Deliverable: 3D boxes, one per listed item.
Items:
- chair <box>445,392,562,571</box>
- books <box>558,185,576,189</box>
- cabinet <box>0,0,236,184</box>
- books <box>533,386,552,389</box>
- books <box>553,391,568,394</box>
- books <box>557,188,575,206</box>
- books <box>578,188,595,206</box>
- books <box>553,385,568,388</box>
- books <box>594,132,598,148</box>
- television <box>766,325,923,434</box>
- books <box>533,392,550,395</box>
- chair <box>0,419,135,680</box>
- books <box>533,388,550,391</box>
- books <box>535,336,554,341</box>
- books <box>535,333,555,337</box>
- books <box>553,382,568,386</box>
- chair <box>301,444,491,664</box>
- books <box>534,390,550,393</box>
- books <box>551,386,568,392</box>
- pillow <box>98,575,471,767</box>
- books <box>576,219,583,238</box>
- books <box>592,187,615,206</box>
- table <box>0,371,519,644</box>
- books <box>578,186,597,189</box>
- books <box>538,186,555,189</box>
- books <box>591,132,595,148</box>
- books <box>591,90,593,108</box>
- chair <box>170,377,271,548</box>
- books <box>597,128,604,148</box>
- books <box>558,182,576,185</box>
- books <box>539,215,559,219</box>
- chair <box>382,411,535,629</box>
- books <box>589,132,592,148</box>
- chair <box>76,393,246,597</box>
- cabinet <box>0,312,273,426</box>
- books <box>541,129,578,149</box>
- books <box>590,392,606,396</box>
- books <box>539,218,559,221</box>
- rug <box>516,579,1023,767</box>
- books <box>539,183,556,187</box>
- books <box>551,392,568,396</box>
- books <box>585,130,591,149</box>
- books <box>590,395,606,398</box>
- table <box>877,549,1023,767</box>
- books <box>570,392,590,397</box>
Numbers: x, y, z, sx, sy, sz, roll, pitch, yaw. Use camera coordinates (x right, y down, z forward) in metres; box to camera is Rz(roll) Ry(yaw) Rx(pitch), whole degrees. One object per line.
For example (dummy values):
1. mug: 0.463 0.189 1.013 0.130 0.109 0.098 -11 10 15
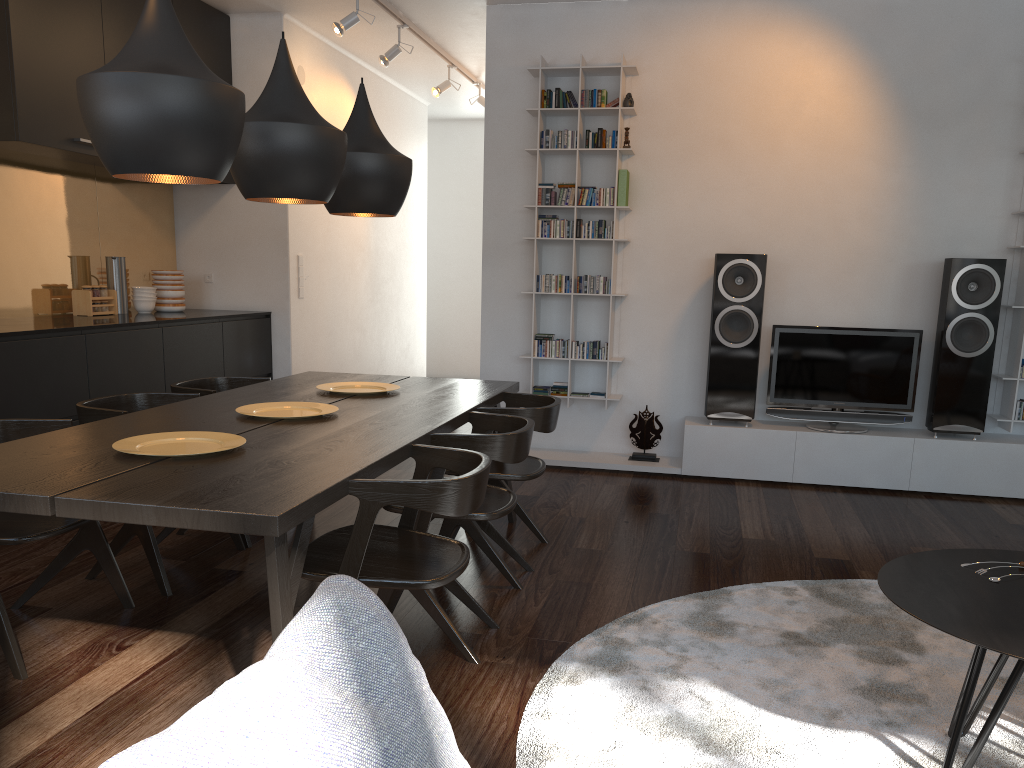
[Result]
1. chair: -0.063 0.397 3.774 0.519 0.680 0.586 3 10 10
2. books: 0.335 -1.188 5.325 0.107 0.018 0.068 3 8 12
3. cabinet: -2.274 -1.767 4.960 0.531 1.063 1.933 4 8 12
4. books: 0.192 0.020 5.587 0.107 0.009 0.068 3 7 12
5. books: 0.309 0.050 5.566 0.092 0.014 0.069 3 7 12
6. books: 0.335 -1.129 5.353 0.114 0.109 0.095 3 10 12
7. books: 0.447 -1.122 5.326 0.088 0.109 0.095 3 10 12
8. books: 0.310 0.013 5.559 0.092 0.014 0.069 3 7 12
9. books: 0.500 -1.438 5.238 0.020 0.094 0.069 4 10 12
10. television: 1.943 -0.032 5.203 0.785 0.609 0.342 6 11 30
11. books: 0.188 0.057 5.593 0.098 0.015 0.073 3 7 12
12. chair: -1.567 0.481 2.807 0.519 0.680 0.586 3 10 8
13. books: 0.187 0.030 5.588 0.092 0.015 0.069 3 7 12
14. books: 0.205 -0.287 5.542 0.107 0.023 0.068 3 8 12
15. books: 0.210 -0.307 5.555 0.111 0.012 0.092 3 7 12
16. books: 0.310 -0.001 5.558 0.092 0.014 0.069 3 7 12
17. chair: -0.330 0.547 2.530 0.519 0.680 0.586 3 10 10
18. books: 0.188 0.043 5.592 0.092 0.014 0.069 3 7 12
19. books: 0.301 0.031 5.562 0.107 0.023 0.068 3 8 12
20. pillow: -0.135 0.460 0.861 0.286 0.420 0.488 3 9 11
21. books: 0.409 -0.941 5.370 0.029 0.117 0.073 4 10 12
22. books: 0.557 -1.122 5.313 0.136 0.114 0.121 3 9 12
23. table: -0.766 0.443 3.226 1.105 0.688 2.472 3 8 12
24. books: 0.453 -1.178 5.307 0.107 0.008 0.068 3 7 12
25. books: 0.212 -1.191 5.362 0.092 0.014 0.069 3 7 12
26. books: 0.483 -1.438 5.243 0.014 0.093 0.069 4 10 12
27. books: 0.475 -1.670 5.213 0.012 0.109 0.068 4 10 12
28. chair: -1.261 0.331 4.067 0.519 0.680 0.586 3 10 11
29. books: 0.524 -1.448 5.233 0.029 0.117 0.073 4 10 12
30. books: 0.338 -1.203 5.331 0.111 0.015 0.092 3 7 12
31. books: 0.226 -1.022 5.422 0.111 0.023 0.095 3 8 12
32. chair: -0.192 0.468 3.186 0.519 0.680 0.586 4 10 12
33. books: 0.470 -1.439 5.247 0.014 0.093 0.069 4 10 12
34. chair: -1.389 0.401 3.483 0.519 0.680 0.586 3 10 10
35. cabinet: -2.552 0.224 3.813 0.732 0.911 5.007 3 8 12
36. books: 0.291 -1.462 5.308 0.221 0.114 0.107 3 9 12
37. books: 0.542 0.062 5.528 0.093 0.014 0.069 4 8 17
38. books: 0.227 -1.005 5.421 0.111 0.012 0.092 3 7 12
39. rug: 1.433 0.969 2.194 2.837 0.012 2.803 0 7 -8
40. books: 0.215 -1.204 5.355 0.093 0.014 0.069 4 8 17
41. books: 0.302 0.064 5.573 0.107 0.017 0.068 3 8 12
42. books: 0.452 -1.447 5.245 0.023 0.109 0.068 4 10 12
43. books: 0.538 0.075 5.534 0.092 0.014 0.069 3 7 12
44. table: 1.291 0.743 2.082 0.846 0.479 0.838 3 8 14
45. books: 0.430 0.066 5.579 0.111 0.012 0.092 3 7 12
